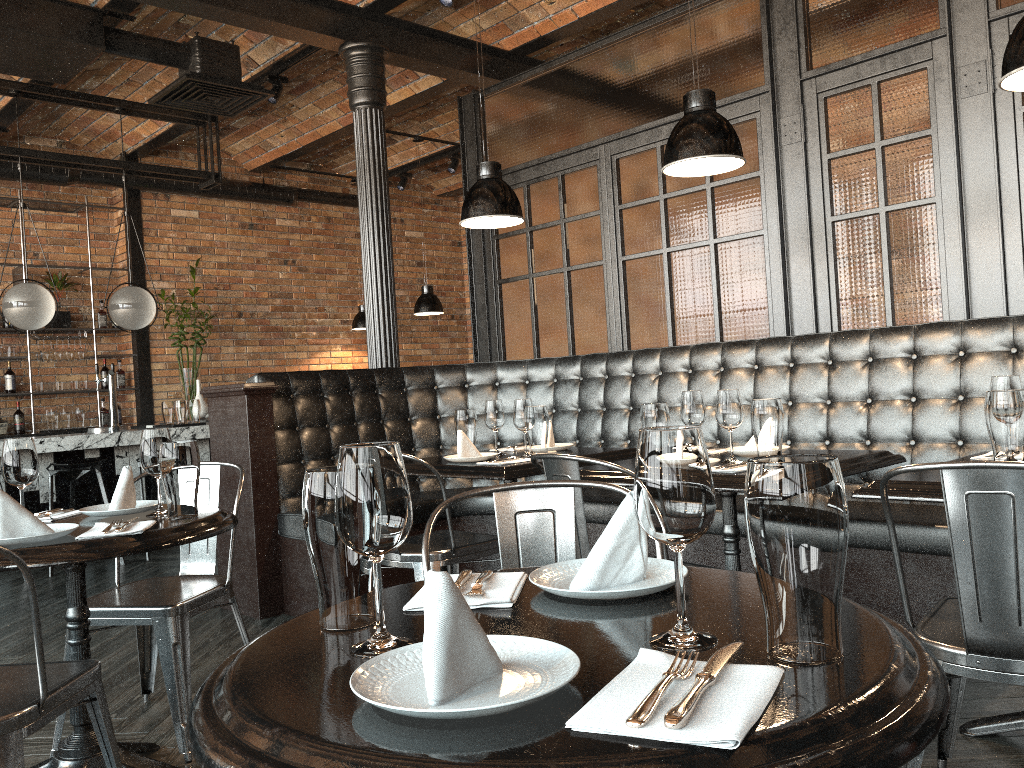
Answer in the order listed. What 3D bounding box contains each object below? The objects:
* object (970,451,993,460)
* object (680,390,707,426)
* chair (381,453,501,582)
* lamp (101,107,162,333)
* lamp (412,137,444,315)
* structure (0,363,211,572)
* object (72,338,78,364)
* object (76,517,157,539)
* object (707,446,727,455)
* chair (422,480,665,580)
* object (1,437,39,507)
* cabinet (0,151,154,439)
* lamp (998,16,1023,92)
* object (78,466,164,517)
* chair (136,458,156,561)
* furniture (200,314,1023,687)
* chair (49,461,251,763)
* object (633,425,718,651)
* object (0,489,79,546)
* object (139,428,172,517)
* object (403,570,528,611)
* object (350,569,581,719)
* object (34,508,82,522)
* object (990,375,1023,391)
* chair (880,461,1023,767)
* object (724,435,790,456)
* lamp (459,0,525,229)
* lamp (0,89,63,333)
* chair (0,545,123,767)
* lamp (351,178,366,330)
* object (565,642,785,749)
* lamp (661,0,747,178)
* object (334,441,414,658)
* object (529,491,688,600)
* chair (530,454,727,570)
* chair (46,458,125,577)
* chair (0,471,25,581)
[{"bbox_3d":[1.469,0.208,2.629,0.255,0.019,0.157,-3,0,-43],"label":"object"},{"bbox_3d":[0.656,0.146,3.195,0.092,0.244,0.092,-4,0,-27],"label":"object"},{"bbox_3d":[-0.317,0.659,3.526,0.558,0.857,0.504,-3,0,-43],"label":"chair"},{"bbox_3d":[-2.993,-1.273,6.897,0.340,1.754,0.340,-4,0,3],"label":"lamp"},{"bbox_3d":[-0.831,-1.481,8.314,0.291,1.653,0.291,-4,0,2],"label":"lamp"},{"bbox_3d":[-4.288,0.626,6.404,5.346,1.430,1.930,-3,0,-43],"label":"structure"},{"bbox_3d":[-4.115,-0.316,8.350,0.092,0.244,0.092,-4,0,-4],"label":"object"},{"bbox_3d":[-0.999,0.361,2.257,0.157,0.019,0.255,-4,0,-13],"label":"object"},{"bbox_3d":[0.728,0.256,3.392,0.255,0.019,0.157,-3,0,-43],"label":"object"},{"bbox_3d":[0.087,0.631,1.603,0.504,0.857,0.558,-4,0,-3],"label":"chair"},{"bbox_3d":[-1.350,0.270,2.438,0.092,0.244,0.092,-3,0,-44],"label":"object"},{"bbox_3d":[-6.127,-0.374,6.293,7.075,3.779,0.564,-3,0,-43],"label":"cabinet"},{"bbox_3d":[1.376,-1.630,2.304,0.291,1.653,0.291,-4,0,2],"label":"lamp"},{"bbox_3d":[-1.158,0.317,2.626,0.232,0.139,0.232,-4,0,16],"label":"object"},{"bbox_3d":[-2.561,0.864,6.496,0.414,0.737,0.475,-4,0,42],"label":"chair"},{"bbox_3d":[0.994,0.400,3.321,1.979,1.212,5.451,-3,0,-43],"label":"furniture"},{"bbox_3d":[-1.161,0.711,2.951,0.504,0.857,0.558,-4,0,12],"label":"chair"},{"bbox_3d":[0.188,0.171,1.012,0.092,0.244,0.092,-4,0,43],"label":"object"},{"bbox_3d":[-1.196,0.319,2.181,0.232,0.139,0.232,-4,0,1],"label":"object"},{"bbox_3d":[-1.003,0.248,2.513,0.092,0.244,0.092,-3,0,-44],"label":"object"},{"bbox_3d":[-0.067,0.301,1.299,0.157,0.019,0.255,-4,0,7],"label":"object"},{"bbox_3d":[-0.049,0.245,0.900,0.232,0.139,0.232,-4,0,43],"label":"object"},{"bbox_3d":[-1.372,0.385,2.597,0.157,0.019,0.255,-4,0,7],"label":"object"},{"bbox_3d":[1.397,0.099,2.498,0.092,0.244,0.092,-4,0,18],"label":"object"},{"bbox_3d":[1.113,0.567,1.946,0.504,0.857,0.558,-4,0,37],"label":"chair"},{"bbox_3d":[0.894,0.190,3.243,0.232,0.139,0.232,-4,0,18],"label":"object"},{"bbox_3d":[-0.138,-1.532,3.904,0.291,1.653,0.291,-4,0,2],"label":"lamp"},{"bbox_3d":[-3.524,-1.241,6.393,0.340,1.754,0.340,-4,0,3],"label":"lamp"},{"bbox_3d":[-1.187,0.711,1.928,0.504,0.857,0.558,-4,0,2],"label":"chair"},{"bbox_3d":[-1.665,-1.427,9.723,0.291,1.653,0.291,-4,0,22],"label":"lamp"},{"bbox_3d":[0.169,0.286,0.852,0.157,0.019,0.255,-4,0,27],"label":"object"},{"bbox_3d":[0.619,-1.581,3.104,0.291,1.653,0.291,-4,0,1],"label":"lamp"},{"bbox_3d":[-0.163,0.193,1.060,0.092,0.244,0.092,-4,0,10],"label":"object"},{"bbox_3d":[0.138,0.234,1.305,0.232,0.139,0.232,-4,0,1],"label":"object"},{"bbox_3d":[0.383,0.614,2.701,0.558,0.857,0.504,-4,0,-33],"label":"chair"},{"bbox_3d":[-2.983,0.890,6.095,0.475,0.737,0.414,-3,0,-38],"label":"chair"},{"bbox_3d":[-3.432,0.917,5.668,0.414,0.737,0.475,-4,0,42],"label":"chair"}]
